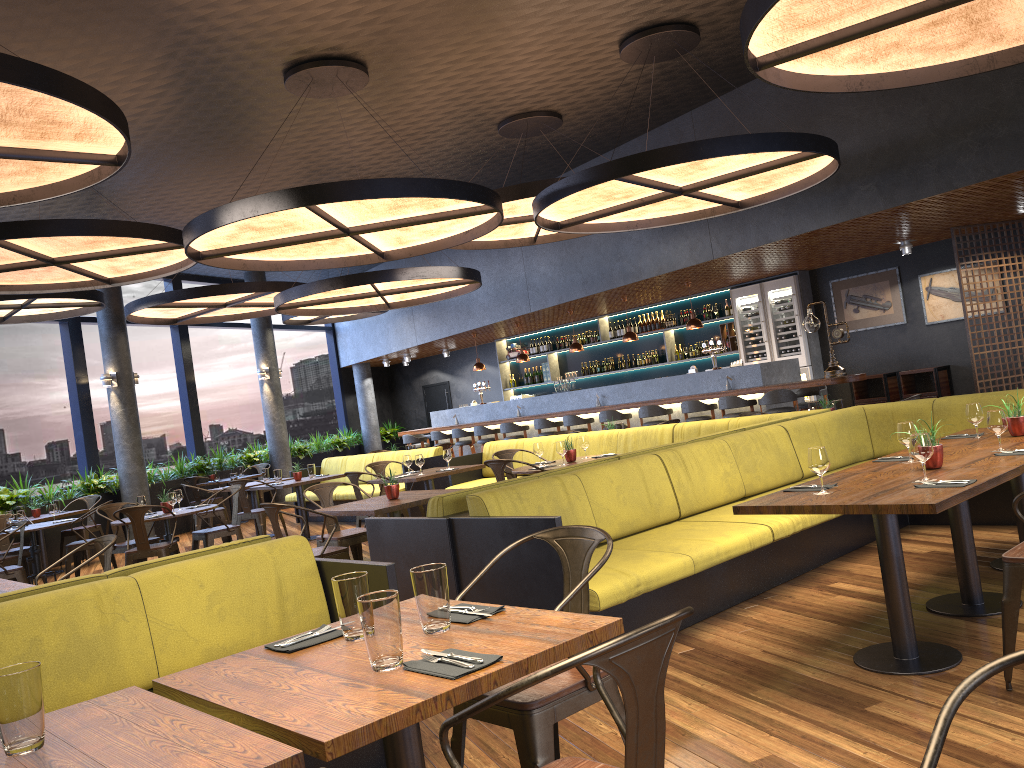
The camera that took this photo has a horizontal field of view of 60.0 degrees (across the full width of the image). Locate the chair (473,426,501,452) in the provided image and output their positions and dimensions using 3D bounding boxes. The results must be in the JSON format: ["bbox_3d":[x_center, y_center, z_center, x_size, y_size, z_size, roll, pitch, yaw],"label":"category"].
[{"bbox_3d":[-0.370,1.212,15.100,0.438,1.048,0.483,-8,-1,-14],"label":"chair"}]

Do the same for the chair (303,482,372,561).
[{"bbox_3d":[-1.360,1.257,7.232,0.504,0.917,0.541,-7,-2,-42],"label":"chair"}]

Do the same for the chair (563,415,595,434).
[{"bbox_3d":[1.060,0.971,13.541,0.438,1.048,0.483,-8,-1,-14],"label":"chair"}]

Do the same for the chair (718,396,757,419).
[{"bbox_3d":[2.949,0.653,11.444,0.438,1.048,0.483,-8,-1,-14],"label":"chair"}]

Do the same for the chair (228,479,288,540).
[{"bbox_3d":[-3.101,1.585,10.790,0.504,0.917,0.541,-9,-1,25],"label":"chair"}]

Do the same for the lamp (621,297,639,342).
[{"bbox_3d":[1.776,-0.993,13.639,0.250,0.673,0.250,-8,-1,-10],"label":"lamp"}]

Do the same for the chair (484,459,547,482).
[{"bbox_3d":[0.103,1.049,7.473,0.541,0.917,0.504,-7,-2,-42],"label":"chair"}]

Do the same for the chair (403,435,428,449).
[{"bbox_3d":[-1.755,1.446,16.667,0.483,1.048,0.438,-9,-1,19],"label":"chair"}]

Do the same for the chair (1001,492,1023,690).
[{"bbox_3d":[2.157,0.665,3.344,0.504,0.917,0.541,-7,-2,-42],"label":"chair"}]

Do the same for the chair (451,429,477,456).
[{"bbox_3d":[-0.769,1.282,15.657,0.483,1.048,0.438,-9,-1,19],"label":"chair"}]

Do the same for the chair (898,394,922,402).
[{"bbox_3d":[3.455,0.573,7.979,0.504,0.917,0.541,-7,-2,-42],"label":"chair"}]

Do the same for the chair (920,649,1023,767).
[{"bbox_3d":[0.763,0.818,1.004,0.541,0.917,0.504,-7,-2,-42],"label":"chair"}]

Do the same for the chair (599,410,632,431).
[{"bbox_3d":[1.578,0.885,13.025,0.483,1.048,0.438,-8,-1,8],"label":"chair"}]

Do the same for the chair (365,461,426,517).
[{"bbox_3d":[-1.289,1.301,9.814,0.504,0.917,0.541,-7,-2,-42],"label":"chair"}]

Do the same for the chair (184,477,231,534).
[{"bbox_3d":[-4.996,1.937,14.459,0.504,0.917,0.541,-9,-1,22],"label":"chair"}]

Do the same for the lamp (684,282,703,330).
[{"bbox_3d":[2.580,-1.128,12.747,0.250,0.673,0.250,-8,-1,-10],"label":"lamp"}]

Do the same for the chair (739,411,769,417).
[{"bbox_3d":[2.627,0.712,8.899,0.504,0.917,0.541,-7,-2,-42],"label":"chair"}]

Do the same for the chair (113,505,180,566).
[{"bbox_3d":[-3.392,1.575,8.326,0.504,0.917,0.541,-8,-1,-3],"label":"chair"}]

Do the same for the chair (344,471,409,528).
[{"bbox_3d":[-1.329,1.286,8.834,0.541,0.917,0.504,-7,-2,-42],"label":"chair"}]

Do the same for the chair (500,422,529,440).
[{"bbox_3d":[0.083,1.134,14.536,0.438,1.048,0.483,-8,-1,-23],"label":"chair"}]

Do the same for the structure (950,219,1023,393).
[{"bbox_3d":[6.203,-0.663,10.952,1.319,2.700,0.050,-8,-1,-12],"label":"structure"}]

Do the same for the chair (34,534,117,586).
[{"bbox_3d":[-2.540,1.386,5.170,0.541,0.917,0.504,-7,-2,-42],"label":"chair"}]

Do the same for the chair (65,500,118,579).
[{"bbox_3d":[-4.720,1.803,9.966,0.541,0.917,0.504,-8,-1,-12],"label":"chair"}]

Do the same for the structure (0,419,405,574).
[{"bbox_3d":[-5.668,1.789,14.609,0.808,1.413,17.112,-9,-1,23],"label":"structure"}]

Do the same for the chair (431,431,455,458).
[{"bbox_3d":[-1.175,1.350,16.089,0.483,1.048,0.438,-9,-1,19],"label":"chair"}]

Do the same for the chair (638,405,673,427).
[{"bbox_3d":[2.064,0.804,12.518,0.438,1.048,0.483,-8,-1,-28],"label":"chair"}]

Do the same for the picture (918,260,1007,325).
[{"bbox_3d":[6.027,-1.219,11.905,0.028,0.697,1.039,-7,-2,-42],"label":"picture"}]

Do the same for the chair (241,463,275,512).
[{"bbox_3d":[-4.505,1.891,15.694,0.504,0.917,0.541,-9,-1,13],"label":"chair"}]

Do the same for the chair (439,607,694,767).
[{"bbox_3d":[0.153,0.924,1.826,0.504,0.917,0.541,-7,-2,-42],"label":"chair"}]

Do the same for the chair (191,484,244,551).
[{"bbox_3d":[-3.031,1.541,9.210,0.541,0.917,0.504,-7,-2,-42],"label":"chair"}]

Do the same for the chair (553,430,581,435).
[{"bbox_3d":[0.844,1.013,10.902,0.504,0.917,0.541,-7,-2,-42],"label":"chair"}]

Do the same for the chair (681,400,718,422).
[{"bbox_3d":[2.584,0.717,11.948,0.483,1.048,0.438,-9,-1,19],"label":"chair"}]

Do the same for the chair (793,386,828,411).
[{"bbox_3d":[3.877,0.518,11.451,0.483,1.048,0.438,-9,-1,19],"label":"chair"}]

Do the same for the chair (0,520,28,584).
[{"bbox_3d":[-4.738,1.769,8.219,0.541,0.917,0.504,-7,-2,-42],"label":"chair"}]

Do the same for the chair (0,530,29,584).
[{"bbox_3d":[-5.472,1.898,9.302,0.504,0.917,0.541,-9,-1,20],"label":"chair"}]

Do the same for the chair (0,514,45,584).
[{"bbox_3d":[-5.756,1.958,10.213,0.541,0.917,0.504,-9,-2,39],"label":"chair"}]

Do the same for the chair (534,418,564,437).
[{"bbox_3d":[0.646,1.043,14.083,0.483,1.048,0.438,-9,-1,19],"label":"chair"}]

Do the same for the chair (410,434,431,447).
[{"bbox_3d":[-1.789,1.472,17.654,0.483,1.048,0.438,-8,-1,-14],"label":"chair"}]

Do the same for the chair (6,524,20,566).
[{"bbox_3d":[-6.426,2.073,11.029,0.504,0.917,0.541,-9,-1,33],"label":"chair"}]

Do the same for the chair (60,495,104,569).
[{"bbox_3d":[-5.927,2.026,12.263,0.504,0.917,0.541,-9,-1,11],"label":"chair"}]

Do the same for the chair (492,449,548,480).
[{"bbox_3d":[0.152,1.061,8.355,0.504,0.917,0.541,-7,-2,-42],"label":"chair"}]

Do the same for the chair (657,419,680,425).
[{"bbox_3d":[1.672,0.874,9.982,0.504,0.917,0.541,-7,-2,-42],"label":"chair"}]

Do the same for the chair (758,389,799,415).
[{"bbox_3d":[3.348,0.586,11.016,0.483,1.048,0.438,-9,-2,39],"label":"chair"}]

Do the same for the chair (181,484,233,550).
[{"bbox_3d":[-4.120,1.757,11.957,0.541,0.917,0.504,-8,-1,-24],"label":"chair"}]

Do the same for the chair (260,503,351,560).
[{"bbox_3d":[-1.440,1.249,6.284,0.541,0.917,0.504,-7,-2,-42],"label":"chair"}]

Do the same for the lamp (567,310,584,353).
[{"bbox_3d":[1.009,-0.863,14.491,0.250,0.673,0.250,-8,-1,-10],"label":"lamp"}]

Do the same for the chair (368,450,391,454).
[{"bbox_3d":[-1.913,1.475,13.829,0.504,0.917,0.541,-7,-2,-42],"label":"chair"}]

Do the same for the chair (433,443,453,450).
[{"bbox_3d":[-1.073,1.334,12.896,0.504,0.917,0.541,-7,-2,-42],"label":"chair"}]

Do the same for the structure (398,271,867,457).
[{"bbox_3d":[1.830,0.050,14.670,2.700,2.700,9.298,-7,-2,-42],"label":"structure"}]

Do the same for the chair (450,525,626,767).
[{"bbox_3d":[0.097,0.953,2.798,0.541,0.917,0.504,-7,-2,-42],"label":"chair"}]

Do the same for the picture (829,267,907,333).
[{"bbox_3d":[5.147,-1.196,12.865,0.028,0.809,1.039,-7,-2,-42],"label":"picture"}]

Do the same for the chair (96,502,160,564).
[{"bbox_3d":[-3.893,1.664,9.082,0.541,0.917,0.504,-9,-1,29],"label":"chair"}]
